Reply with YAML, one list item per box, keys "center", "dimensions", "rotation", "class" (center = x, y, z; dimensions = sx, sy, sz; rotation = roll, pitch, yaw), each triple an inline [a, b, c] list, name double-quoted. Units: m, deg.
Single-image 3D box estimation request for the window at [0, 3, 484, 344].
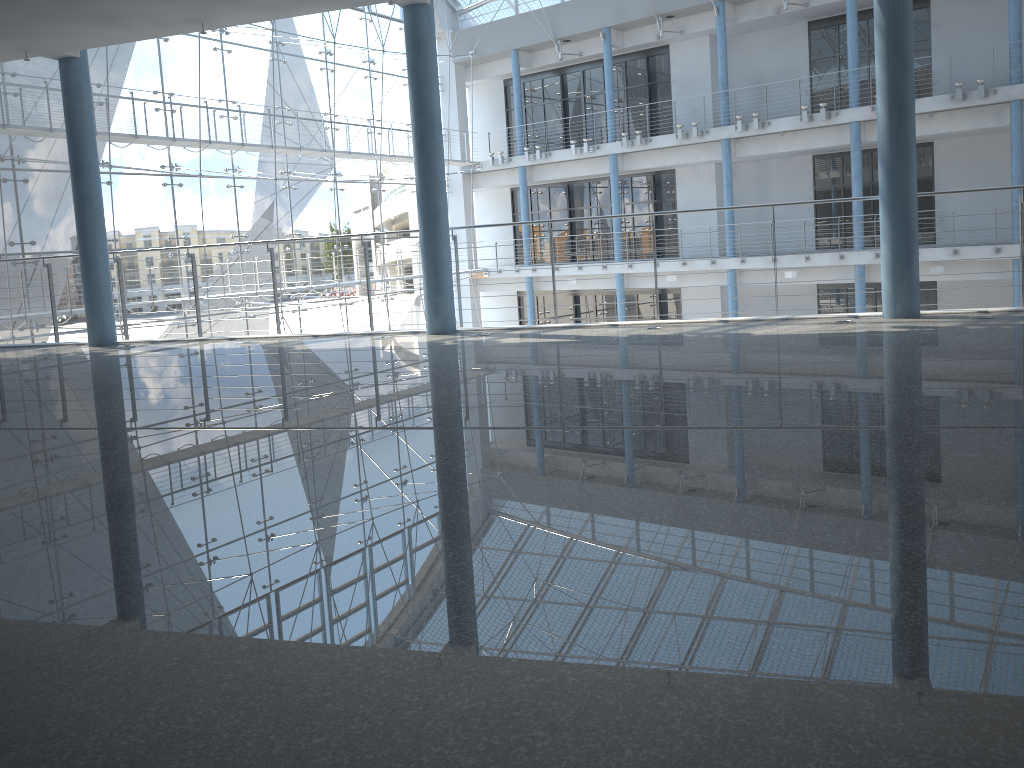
- center: [-1.182, -0.626, 2.967]
  dimensions: [0.010, 2.754, 3.878]
  rotation: [-1, 8, 33]
  class: "window"
